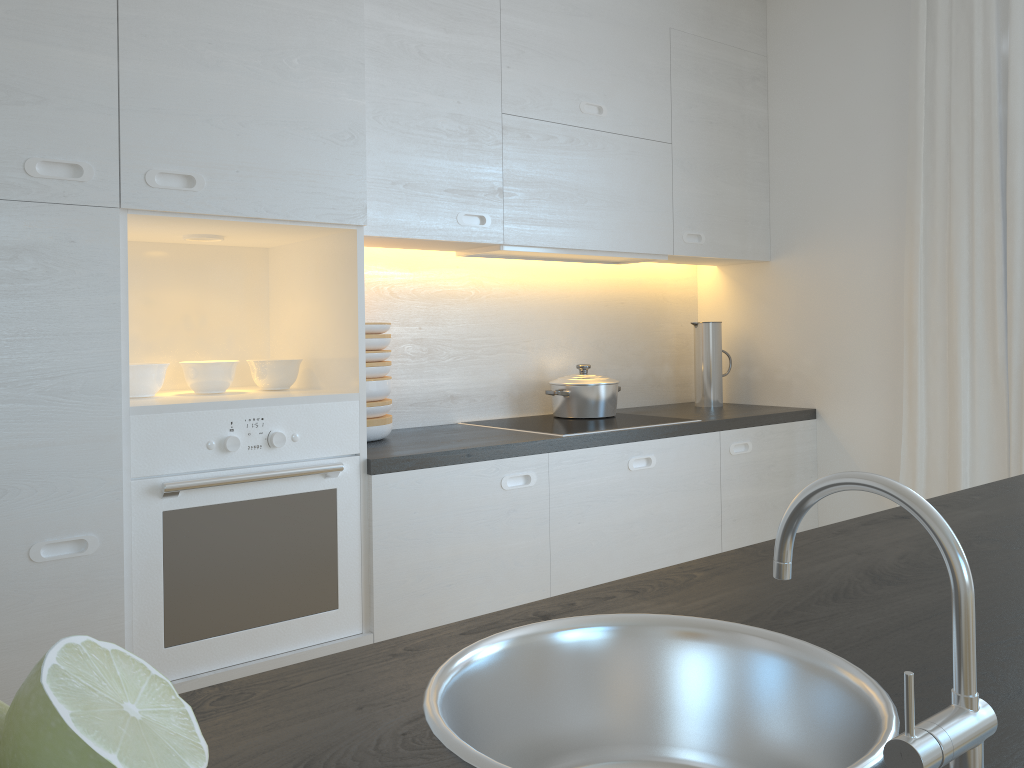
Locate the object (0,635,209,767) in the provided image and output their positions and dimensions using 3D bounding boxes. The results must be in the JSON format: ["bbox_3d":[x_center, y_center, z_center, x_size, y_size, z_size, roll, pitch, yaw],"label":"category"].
[{"bbox_3d":[-0.158,0.137,0.347,0.074,0.072,0.077,-1,2,-13],"label":"object"}]

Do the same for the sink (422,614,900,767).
[{"bbox_3d":[0.125,0.344,0.784,0.404,0.157,0.404,-1,3,3],"label":"sink"}]

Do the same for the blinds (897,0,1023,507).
[{"bbox_3d":[1.604,-0.607,2.854,0.150,2.160,0.794,-1,0,-39],"label":"blinds"}]

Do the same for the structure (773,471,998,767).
[{"bbox_3d":[0.230,0.172,0.605,0.097,0.215,0.162,-1,1,-38],"label":"structure"}]

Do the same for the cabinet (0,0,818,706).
[{"bbox_3d":[-0.201,-0.134,2.706,3.204,2.301,0.481,-3,1,-38],"label":"cabinet"}]

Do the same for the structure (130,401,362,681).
[{"bbox_3d":[-0.604,0.354,2.093,0.561,0.596,0.049,-2,0,-38],"label":"structure"}]

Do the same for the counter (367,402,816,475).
[{"bbox_3d":[0.236,0.156,3.125,2.002,0.040,0.600,-3,4,-38],"label":"counter"}]

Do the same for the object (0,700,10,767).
[{"bbox_3d":[-0.233,0.167,0.350,0.102,0.098,0.086,-1,1,-17],"label":"object"}]

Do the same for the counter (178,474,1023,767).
[{"bbox_3d":[0.392,0.277,0.953,2.403,0.040,0.601,-3,4,-38],"label":"counter"}]

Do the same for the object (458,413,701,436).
[{"bbox_3d":[0.237,0.138,3.130,0.654,0.013,0.562,-3,4,-38],"label":"object"}]
